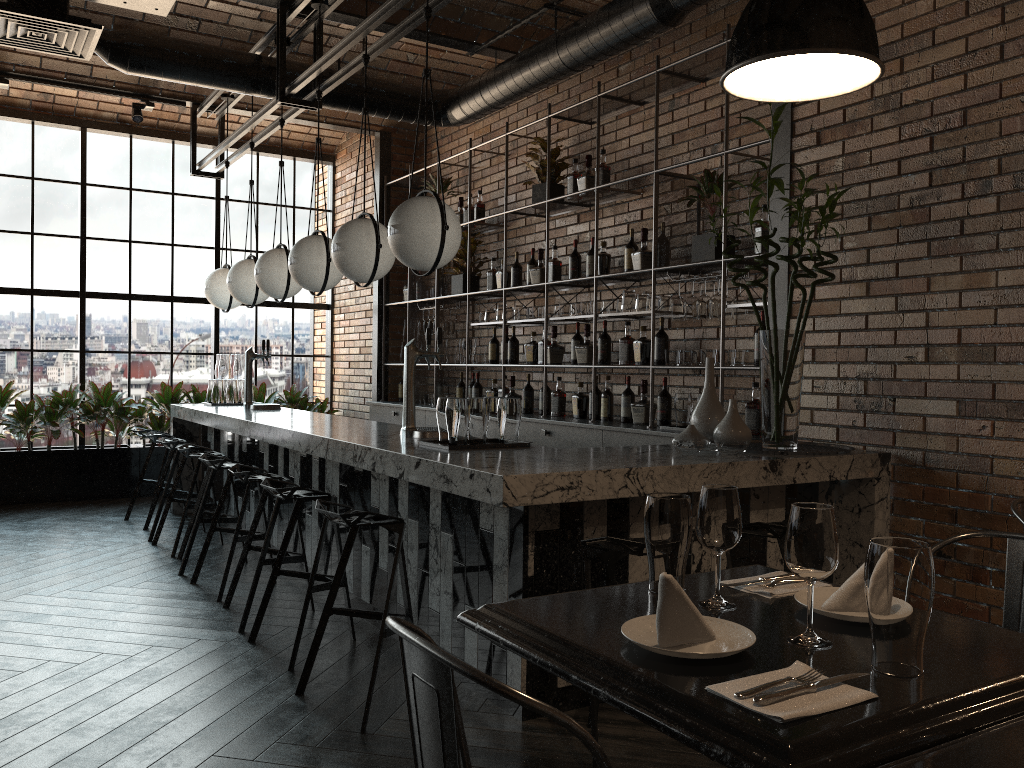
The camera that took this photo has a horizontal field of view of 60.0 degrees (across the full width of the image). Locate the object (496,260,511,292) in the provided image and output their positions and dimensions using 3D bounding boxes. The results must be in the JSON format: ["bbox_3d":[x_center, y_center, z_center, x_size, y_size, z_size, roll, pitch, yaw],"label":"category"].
[{"bbox_3d":[-0.066,-0.845,6.944,0.094,0.248,0.151,0,1,-28],"label":"object"}]

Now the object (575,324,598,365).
[{"bbox_3d":[0.508,-0.264,5.982,0.123,0.279,0.123,0,1,-43],"label":"object"}]

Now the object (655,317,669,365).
[{"bbox_3d":[0.907,-0.257,5.383,0.086,0.298,0.086,1,1,17],"label":"object"}]

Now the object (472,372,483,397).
[{"bbox_3d":[-0.284,0.053,7.311,0.086,0.298,0.086,1,1,17],"label":"object"}]

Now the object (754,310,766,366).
[{"bbox_3d":[1.325,-0.241,4.684,0.086,0.299,0.086,1,1,17],"label":"object"}]

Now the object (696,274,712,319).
[{"bbox_3d":[1.069,-0.482,4.922,0.092,0.244,0.092,1,1,8],"label":"object"}]

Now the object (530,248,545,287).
[{"bbox_3d":[0.210,-0.848,6.471,0.123,0.279,0.123,0,1,-43],"label":"object"}]

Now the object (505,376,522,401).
[{"bbox_3d":[0.003,0.077,6.802,0.123,0.279,0.123,1,1,-18],"label":"object"}]

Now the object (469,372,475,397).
[{"bbox_3d":[-0.326,0.050,7.424,0.086,0.298,0.086,1,1,17],"label":"object"}]

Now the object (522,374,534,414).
[{"bbox_3d":[0.121,0.072,6.588,0.086,0.297,0.086,1,1,2],"label":"object"}]

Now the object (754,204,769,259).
[{"bbox_3d":[1.331,-0.802,4.671,0.083,0.282,0.083,1,1,-16],"label":"object"}]

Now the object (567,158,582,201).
[{"bbox_3d":[0.436,-1.415,6.132,0.083,0.282,0.083,0,1,-31],"label":"object"}]

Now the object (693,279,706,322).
[{"bbox_3d":[1.100,-0.487,5.186,0.092,0.244,0.092,1,1,8],"label":"object"}]

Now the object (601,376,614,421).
[{"bbox_3d":[0.626,0.095,5.814,0.080,0.299,0.080,0,1,-29],"label":"object"}]

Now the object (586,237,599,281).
[{"bbox_3d":[0.547,-0.846,6.007,0.086,0.298,0.086,1,1,17],"label":"object"}]

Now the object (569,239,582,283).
[{"bbox_3d":[0.437,-0.850,6.133,0.086,0.299,0.086,1,1,17],"label":"object"}]

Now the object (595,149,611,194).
[{"bbox_3d":[0.600,-1.408,5.865,0.083,0.282,0.083,2,1,44],"label":"object"}]

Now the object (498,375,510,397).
[{"bbox_3d":[-0.058,0.072,6.927,0.083,0.282,0.083,0,1,-31],"label":"object"}]

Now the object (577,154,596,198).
[{"bbox_3d":[0.519,-1.409,6.000,0.123,0.279,0.123,0,1,-28],"label":"object"}]

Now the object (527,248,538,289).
[{"bbox_3d":[0.154,-0.862,6.602,0.086,0.298,0.086,1,1,17],"label":"object"}]

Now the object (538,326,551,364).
[{"bbox_3d":[0.241,-0.279,6.443,0.083,0.282,0.083,0,1,-31],"label":"object"}]

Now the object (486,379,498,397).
[{"bbox_3d":[-0.139,0.086,7.059,0.094,0.248,0.151,0,1,-43],"label":"object"}]

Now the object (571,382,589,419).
[{"bbox_3d":[0.468,0.113,6.070,0.094,0.248,0.151,0,1,-23],"label":"object"}]

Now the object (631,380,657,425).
[{"bbox_3d":[0.816,0.113,5.478,0.123,0.279,0.123,0,1,-43],"label":"object"}]

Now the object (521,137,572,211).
[{"bbox_3d":[0.265,-1.545,6.481,0.430,0.526,0.425,0,1,-29],"label":"object"}]

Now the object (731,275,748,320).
[{"bbox_3d":[1.263,-0.479,4.919,0.092,0.244,0.092,1,1,8],"label":"object"}]

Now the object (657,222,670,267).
[{"bbox_3d":[0.911,-0.829,5.361,0.086,0.297,0.086,1,1,17],"label":"object"}]

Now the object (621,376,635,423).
[{"bbox_3d":[0.739,0.098,5.644,0.086,0.298,0.086,1,1,17],"label":"object"}]

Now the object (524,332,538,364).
[{"bbox_3d":[0.159,-0.264,6.575,0.094,0.248,0.151,0,1,-43],"label":"object"}]

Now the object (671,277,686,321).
[{"bbox_3d":[0.959,-0.487,5.100,0.092,0.244,0.092,1,1,8],"label":"object"}]

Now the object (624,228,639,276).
[{"bbox_3d":[0.758,-0.835,5.616,0.086,0.299,0.086,1,1,17],"label":"object"}]

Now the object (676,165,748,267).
[{"bbox_3d":[1.106,-0.948,4.971,0.374,0.560,0.398,1,1,31],"label":"object"}]

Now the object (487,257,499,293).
[{"bbox_3d":[-0.149,-0.867,7.081,0.083,0.282,0.083,2,1,44],"label":"object"}]

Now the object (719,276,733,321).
[{"bbox_3d":[1.209,-0.482,5.008,0.092,0.244,0.092,1,1,8],"label":"object"}]

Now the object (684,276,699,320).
[{"bbox_3d":[1.017,-0.485,5.006,0.092,0.244,0.092,1,1,8],"label":"object"}]

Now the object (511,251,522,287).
[{"bbox_3d":[0.037,-0.866,6.805,0.086,0.298,0.086,1,1,17],"label":"object"}]

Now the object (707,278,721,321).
[{"bbox_3d":[1.157,-0.484,5.092,0.092,0.244,0.092,1,1,8],"label":"object"}]

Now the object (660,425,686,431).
[{"bbox_3d":[1.067,0.255,4.989,0.273,0.019,0.437,0,1,-32],"label":"object"}]

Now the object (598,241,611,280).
[{"bbox_3d":[0.603,-0.816,5.855,0.094,0.248,0.151,1,1,-3],"label":"object"}]

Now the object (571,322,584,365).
[{"bbox_3d":[0.452,-0.278,6.113,0.086,0.298,0.086,1,1,17],"label":"object"}]

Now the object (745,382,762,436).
[{"bbox_3d":[1.295,0.131,4.723,0.083,0.282,0.083,2,1,44],"label":"object"}]

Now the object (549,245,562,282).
[{"bbox_3d":[0.306,-0.847,6.341,0.083,0.282,0.083,0,1,-31],"label":"object"}]

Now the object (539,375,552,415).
[{"bbox_3d":[0.243,0.076,6.451,0.086,0.298,0.086,1,1,17],"label":"object"}]

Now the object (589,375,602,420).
[{"bbox_3d":[0.561,0.091,5.945,0.086,0.298,0.086,1,1,17],"label":"object"}]

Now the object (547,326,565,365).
[{"bbox_3d":[0.302,-0.273,6.318,0.123,0.279,0.123,1,1,-18],"label":"object"}]

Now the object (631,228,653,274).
[{"bbox_3d":[0.817,-0.822,5.481,0.123,0.279,0.123,0,1,-23],"label":"object"}]

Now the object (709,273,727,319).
[{"bbox_3d":[1.123,-0.480,4.833,0.092,0.244,0.092,1,1,8],"label":"object"}]

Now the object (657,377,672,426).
[{"bbox_3d":[0.919,0.105,5.343,0.086,0.299,0.086,1,1,17],"label":"object"}]

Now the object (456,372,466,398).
[{"bbox_3d":[-0.430,0.048,7.545,0.086,0.299,0.086,1,1,17],"label":"object"}]

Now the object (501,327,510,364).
[{"bbox_3d":[-0.043,-0.301,6.966,0.086,0.298,0.086,1,1,17],"label":"object"}]

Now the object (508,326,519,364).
[{"bbox_3d":[0.012,-0.297,6.822,0.086,0.297,0.086,1,1,17],"label":"object"}]

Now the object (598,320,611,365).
[{"bbox_3d":[0.611,-0.272,5.846,0.086,0.299,0.086,1,1,17],"label":"object"}]

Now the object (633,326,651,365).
[{"bbox_3d":[0.814,-0.236,5.508,0.094,0.248,0.151,0,1,-23],"label":"object"}]

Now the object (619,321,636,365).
[{"bbox_3d":[0.735,-0.257,5.638,0.083,0.282,0.083,2,1,44],"label":"object"}]

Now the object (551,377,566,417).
[{"bbox_3d":[0.333,0.089,6.292,0.083,0.282,0.083,2,1,44],"label":"object"}]

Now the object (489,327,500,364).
[{"bbox_3d":[-0.141,-0.303,7.077,0.086,0.299,0.086,1,1,17],"label":"object"}]
